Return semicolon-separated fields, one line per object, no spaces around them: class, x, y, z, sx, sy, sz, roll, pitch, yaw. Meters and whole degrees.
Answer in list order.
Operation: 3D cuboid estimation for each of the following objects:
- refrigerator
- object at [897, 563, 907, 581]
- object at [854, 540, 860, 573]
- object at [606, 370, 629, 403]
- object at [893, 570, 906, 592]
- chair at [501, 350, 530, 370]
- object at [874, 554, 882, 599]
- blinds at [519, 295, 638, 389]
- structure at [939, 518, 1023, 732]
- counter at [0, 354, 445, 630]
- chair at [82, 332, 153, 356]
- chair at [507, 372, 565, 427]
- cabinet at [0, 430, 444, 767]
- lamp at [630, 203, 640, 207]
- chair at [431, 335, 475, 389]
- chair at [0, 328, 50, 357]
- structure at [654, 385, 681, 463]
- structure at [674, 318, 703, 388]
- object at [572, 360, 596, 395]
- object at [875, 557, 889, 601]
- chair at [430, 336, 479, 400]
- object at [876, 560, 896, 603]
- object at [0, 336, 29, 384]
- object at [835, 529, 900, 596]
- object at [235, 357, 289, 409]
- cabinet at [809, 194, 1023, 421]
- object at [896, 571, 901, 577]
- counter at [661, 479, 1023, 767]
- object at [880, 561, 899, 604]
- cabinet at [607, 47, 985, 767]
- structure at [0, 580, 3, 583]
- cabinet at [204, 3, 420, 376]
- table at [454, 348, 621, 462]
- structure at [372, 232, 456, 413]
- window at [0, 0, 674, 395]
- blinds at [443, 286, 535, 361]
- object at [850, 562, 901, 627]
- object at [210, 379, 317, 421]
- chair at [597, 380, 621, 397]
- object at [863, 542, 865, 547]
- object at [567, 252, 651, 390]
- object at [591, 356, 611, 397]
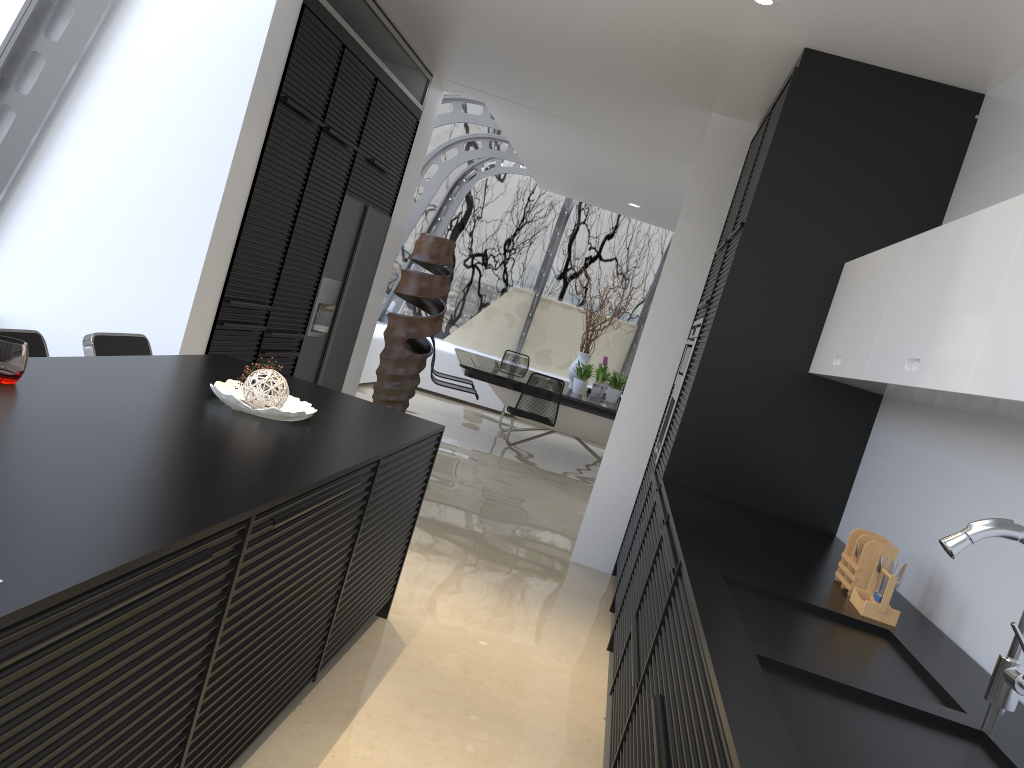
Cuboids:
refrigerator;-1.335;-0.434;6.257;0.234;1.742;1.006;18;4;7
object;1.127;0.616;2.631;0.042;0.192;0.040;21;6;43
object;1.080;0.587;2.803;0.040;0.192;0.042;14;5;-33
object;1.161;0.025;9.912;0.284;0.369;0.215;19;5;27
object;1.109;0.626;2.608;0.019;0.178;0.044;15;5;-28
chair;0.032;-0.130;11.274;0.446;0.519;0.688;17;4;-7
object;1.081;0.602;2.637;0.040;0.192;0.042;13;6;-45
blinds;0.923;-0.547;12.515;1.430;1.027;0.329;17;4;-7
structure;0.942;0.535;1.801;0.248;0.536;0.115;17;4;5
counter;-0.999;0.108;1.860;1.006;0.018;3.800;18;4;6
chair;-1.482;0.266;3.500;0.460;0.857;0.418;18;4;7
chair;0.251;0.137;8.782;0.446;0.519;0.688;17;4;-7
cabinet;-1.124;0.516;1.892;1.007;0.838;3.800;18;4;6
lamp;6.373;-0.077;5.503;9.928;0.004;9.775;17;4;-6
chair;-0.706;-0.288;10.423;0.688;0.519;0.446;17;4;-7
chair;-1.576;0.289;2.855;0.460;0.857;0.418;18;4;7
structure;0.878;0.214;5.025;0.023;0.420;0.592;18;4;7
structure;0.993;-0.173;4.995;0.061;0.388;0.592;18;4;7
object;0.767;-0.075;9.658;0.284;0.369;0.215;20;5;32
object;1.090;0.609;2.625;0.020;0.196;0.018;18;5;17
chair;-0.625;-0.190;9.506;0.688;0.519;0.446;17;4;-7
object;1.095;0.611;2.615;0.019;0.196;0.022;17;4;-5
object;-1.249;-0.058;2.185;0.095;0.106;0.095;17;4;5
object;1.124;0.590;2.832;0.104;0.223;0.200;18;4;7
object;-0.782;0.008;2.839;0.190;0.191;0.165;20;5;35
cabinet;1.337;-0.170;2.116;0.343;0.515;3.741;18;4;6
object;1.118;0.625;2.645;0.044;0.178;0.019;16;4;-8
counter;0.833;0.646;2.216;0.804;0.025;3.738;18;4;6
object;1.109;0.614;2.633;0.023;0.196;0.018;17;4;2
cabinet;1.103;0.039;2.872;0.831;2.901;5.157;18;4;6
structure;-0.976;0.204;0.871;0.562;0.041;0.640;18;4;6
cabinet;-1.604;-0.827;5.679;0.831;2.558;2.252;18;4;8
table;0.718;0.462;10.134;3.031;0.759;2.494;17;4;-7
structure;-0.904;-0.399;7.765;0.493;1.843;0.498;17;4;5
window;4.087;0.749;5.627;16.171;3.674;16.693;17;4;-1
blinds;-0.885;-0.546;12.520;1.829;2.118;0.663;17;4;-7
object;1.068;0.620;2.590;0.100;0.170;0.173;18;4;9
object;-0.797;0.067;2.832;0.334;0.078;0.329;17;4;-6
chair;1.247;0.232;11.420;0.446;0.519;0.688;17;4;-7
object;1.086;0.593;2.789;0.020;0.196;0.018;20;5;29
object;1.031;-0.631;9.865;1.135;1.549;1.031;16;5;-14
object;1.019;-0.097;10.231;0.238;0.476;0.417;19;5;21
